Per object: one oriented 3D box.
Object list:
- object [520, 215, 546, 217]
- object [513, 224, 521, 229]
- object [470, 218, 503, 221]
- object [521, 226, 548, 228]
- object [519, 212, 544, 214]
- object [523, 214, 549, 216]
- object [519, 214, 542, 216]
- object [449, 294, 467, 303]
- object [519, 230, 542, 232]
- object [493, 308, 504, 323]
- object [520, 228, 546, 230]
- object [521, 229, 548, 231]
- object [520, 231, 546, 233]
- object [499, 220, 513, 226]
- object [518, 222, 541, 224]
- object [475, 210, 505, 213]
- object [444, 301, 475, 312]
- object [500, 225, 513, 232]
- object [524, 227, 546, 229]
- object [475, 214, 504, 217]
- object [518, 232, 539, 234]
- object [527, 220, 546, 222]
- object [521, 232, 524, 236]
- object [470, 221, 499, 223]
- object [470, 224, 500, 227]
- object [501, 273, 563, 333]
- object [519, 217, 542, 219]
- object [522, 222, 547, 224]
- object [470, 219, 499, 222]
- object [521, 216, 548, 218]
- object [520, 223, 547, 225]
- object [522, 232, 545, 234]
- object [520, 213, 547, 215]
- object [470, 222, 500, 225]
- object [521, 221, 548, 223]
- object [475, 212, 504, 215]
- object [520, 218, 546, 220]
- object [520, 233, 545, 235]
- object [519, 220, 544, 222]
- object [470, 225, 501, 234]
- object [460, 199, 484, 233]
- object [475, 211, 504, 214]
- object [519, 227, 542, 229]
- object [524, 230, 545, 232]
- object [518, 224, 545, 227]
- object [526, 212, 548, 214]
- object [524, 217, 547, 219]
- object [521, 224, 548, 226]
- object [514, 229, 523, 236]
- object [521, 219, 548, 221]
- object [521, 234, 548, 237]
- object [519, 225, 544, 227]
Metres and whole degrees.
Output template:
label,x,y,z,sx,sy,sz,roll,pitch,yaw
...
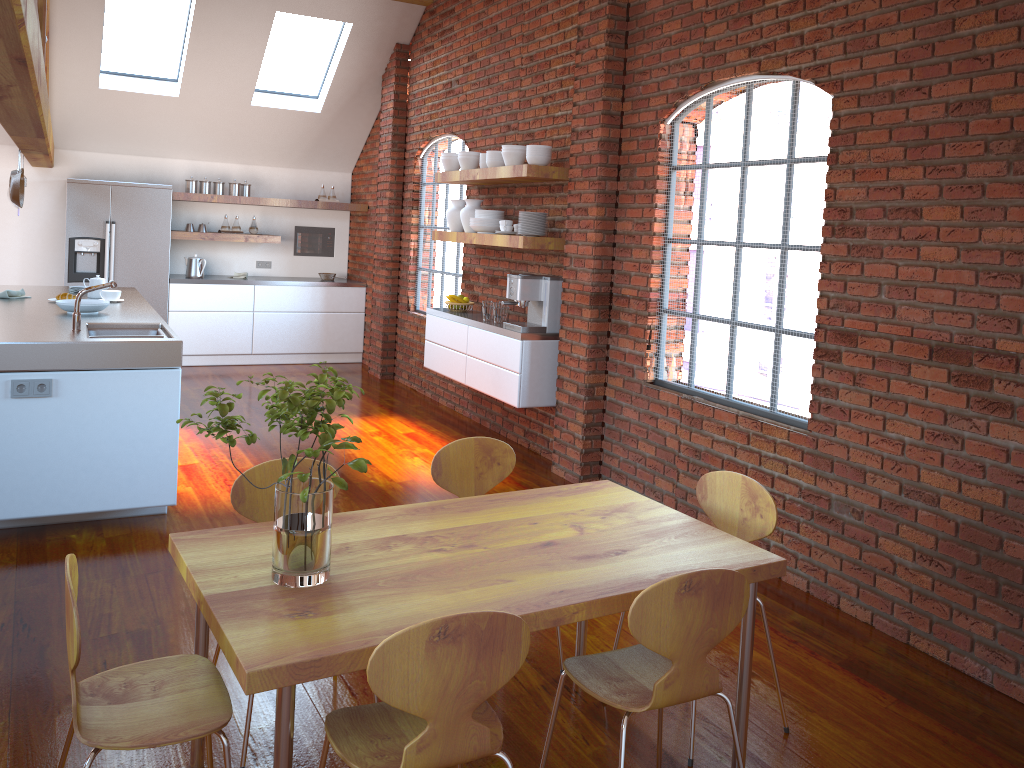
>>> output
label,x,y,z,sx,sy,sz,roll,pitch,yaw
object,0.141,-1.088,5.735,0.194,0.014,0.197,1,10,-10
object,0.053,-1.093,6.158,0.092,0.058,0.100,8,9,31
object,-0.164,-1.159,6.326,0.282,0.055,0.284,-6,13,-43
object,0.137,-1.019,5.738,0.194,0.014,0.197,1,10,-10
object,0.142,-1.106,5.734,0.194,0.014,0.197,1,10,-10
object,0.142,-1.097,5.735,0.194,0.014,0.197,1,10,-10
object,0.141,-1.093,5.735,0.194,0.014,0.197,1,10,-10
object,-0.420,-0.646,6.778,0.184,0.084,0.067,5,6,10
object,0.136,-0.991,5.740,0.194,0.014,0.197,1,10,-10
object,-0.098,-0.473,6.094,0.077,0.103,0.079,2,6,-15
object,0.137,-1.005,5.739,0.194,0.014,0.197,1,10,-10
object,0.136,-1.000,5.739,0.194,0.014,0.197,1,10,-10
object,0.136,-0.986,5.740,0.194,0.014,0.197,1,10,-10
object,-0.044,-1.088,6.001,0.100,0.058,0.093,-5,11,-43
object,0.139,-1.042,5.737,0.194,0.014,0.197,1,10,-10
object,-0.161,-1.219,6.323,0.214,0.055,0.216,-4,12,-35
object,-0.409,-0.600,6.826,0.236,0.070,0.238,6,10,20
object,-0.041,-1.055,5.999,0.099,0.046,0.093,-2,10,-32
object,0.137,-1.015,5.739,0.194,0.014,0.197,1,10,-10
object,-0.162,-1.190,6.324,0.214,0.055,0.216,-4,12,-35
object,0.135,-0.977,5.740,0.194,0.014,0.197,1,10,-10
object,0.140,-1.060,5.737,0.194,0.014,0.197,1,10,-10
object,0.106,-1.017,5.920,0.092,0.046,0.100,4,9,7
object,-0.165,-1.140,6.327,0.282,0.055,0.284,-6,13,-43
object,-0.166,-1.118,6.328,0.282,0.055,0.284,-6,13,-43
object,0.123,-0.536,5.752,0.379,0.367,0.273,0,6,-27
object,0.140,-1.074,5.736,0.194,0.014,0.197,1,10,-10
object,0.139,-1.046,5.737,0.194,0.014,0.197,1,10,-10
object,-0.165,-1.149,6.326,0.282,0.055,0.284,-6,13,-43
object,0.141,-1.084,5.735,0.194,0.014,0.197,1,10,-10
object,0.138,-1.038,5.738,0.194,0.014,0.197,1,10,-10
object,0.135,-0.982,5.740,0.194,0.014,0.197,1,10,-10
object,0.142,-1.102,5.735,0.194,0.014,0.197,1,10,-10
object,-0.166,-1.130,6.327,0.282,0.055,0.284,-6,13,-43
object,0.139,-1.051,5.737,0.194,0.014,0.197,1,10,-10
object,-0.162,-1.200,6.324,0.214,0.055,0.216,-4,12,-35
object,0.140,-1.069,5.736,0.194,0.014,0.197,1,10,-10
object,0.135,-0.973,5.741,0.194,0.014,0.197,1,10,-10
object,0.139,-1.056,5.737,0.194,0.014,0.197,1,10,-10
object,-0.167,-1.108,6.328,0.282,0.055,0.284,-6,13,-43
object,-0.294,-1.259,6.609,0.193,0.248,0.193,7,7,34
object,-0.161,-1.209,6.323,0.214,0.055,0.216,-4,12,-35
object,0.137,-1.010,5.739,0.194,0.014,0.197,1,10,-10
object,0.136,-0.996,5.740,0.194,0.014,0.197,1,10,-10
object,0.138,-1.028,5.738,0.194,0.014,0.197,1,10,-10
object,0.142,-1.111,5.734,0.194,0.014,0.197,1,10,-10
object,0.141,-1.079,5.736,0.194,0.014,0.197,1,10,-10
object,0.138,-1.033,5.738,0.194,0.014,0.197,1,10,-10
object,0.057,-1.061,6.157,0.093,0.046,0.099,11,11,42
object,0.140,-1.064,5.736,0.194,0.014,0.197,1,10,-10
object,0.135,-0.968,5.741,0.194,0.014,0.197,1,10,-10
object,0.138,-1.023,5.738,0.194,0.014,0.197,1,10,-10
